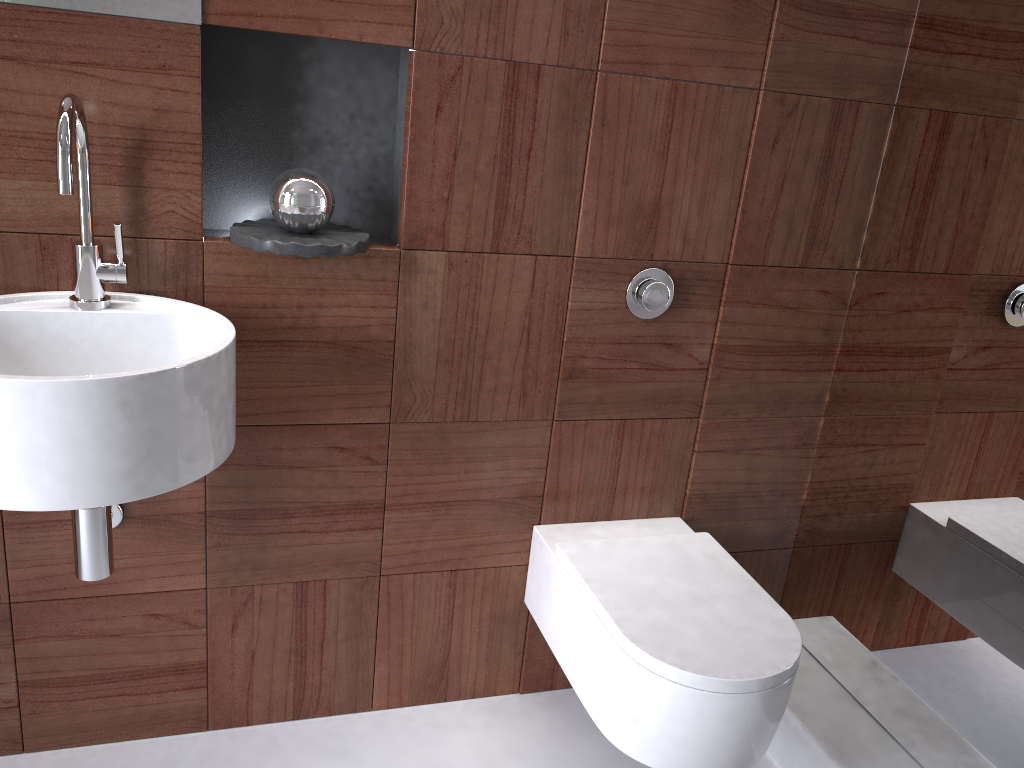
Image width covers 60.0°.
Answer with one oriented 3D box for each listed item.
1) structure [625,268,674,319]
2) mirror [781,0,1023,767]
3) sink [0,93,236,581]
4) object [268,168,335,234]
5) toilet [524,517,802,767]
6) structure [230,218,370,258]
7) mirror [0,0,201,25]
[{"bbox_3d":[0.262,-0.166,1.651,0.098,0.098,0.034,0,20,-18],"label":"structure"},{"bbox_3d":[0.948,-0.240,1.059,0.019,2.183,1.433,0,20,-18],"label":"mirror"},{"bbox_3d":[-0.595,-0.020,1.212,0.415,0.715,0.417,0,20,-18],"label":"sink"},{"bbox_3d":[-0.927,-0.289,1.219,1.350,0.104,0.104,0,20,-18],"label":"object"},{"bbox_3d":[0.268,0.483,1.614,0.329,0.284,0.547,0,20,-18],"label":"toilet"},{"bbox_3d":[-0.344,-0.240,1.447,0.220,0.023,0.222,-4,21,-28],"label":"structure"},{"bbox_3d":[-0.572,-0.823,1.146,0.316,0.635,0.010,0,20,-18],"label":"mirror"}]
